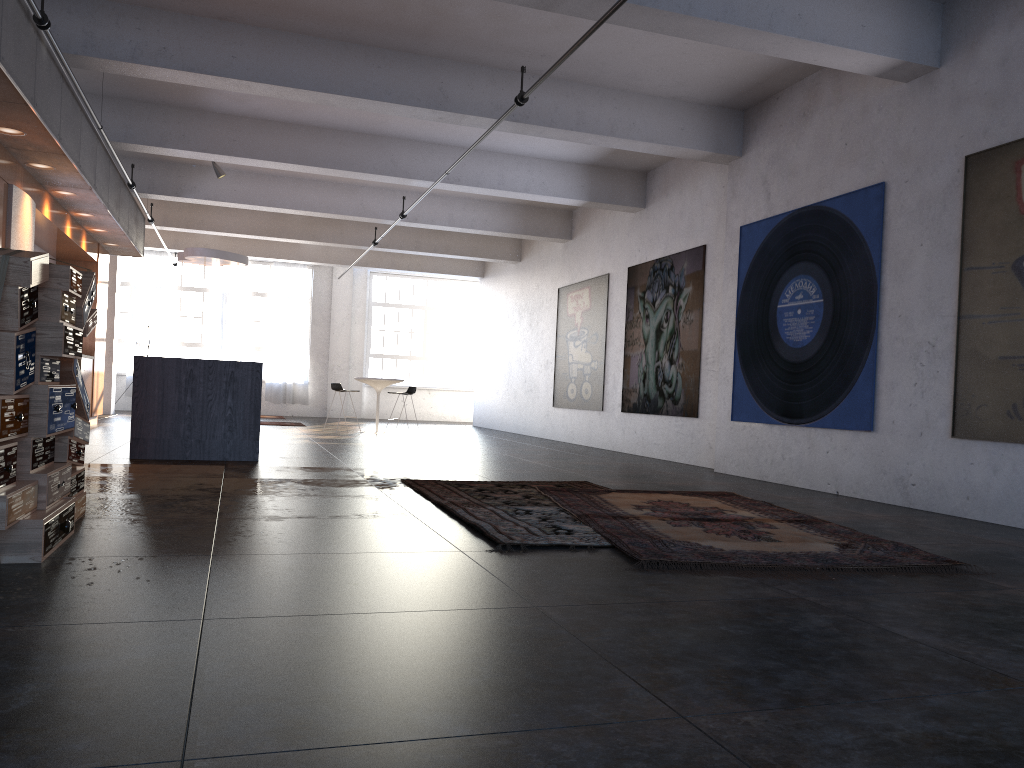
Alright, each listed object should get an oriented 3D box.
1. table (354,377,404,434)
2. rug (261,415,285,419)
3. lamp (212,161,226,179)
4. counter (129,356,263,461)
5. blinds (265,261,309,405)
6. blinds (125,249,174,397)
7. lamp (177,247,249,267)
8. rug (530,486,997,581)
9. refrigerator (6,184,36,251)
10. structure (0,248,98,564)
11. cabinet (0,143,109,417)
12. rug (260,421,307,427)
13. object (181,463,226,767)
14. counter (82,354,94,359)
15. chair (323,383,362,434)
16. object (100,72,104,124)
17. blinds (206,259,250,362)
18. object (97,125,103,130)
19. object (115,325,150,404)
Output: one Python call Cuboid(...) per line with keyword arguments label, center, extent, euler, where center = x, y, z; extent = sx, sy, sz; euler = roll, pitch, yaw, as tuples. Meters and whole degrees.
Cuboid(label="table", center=(-2.331, 0.380, 15.395), extent=(0.839, 0.951, 0.818), euler=(3, 0, -18))
Cuboid(label="rug", center=(-6.836, 0.708, 20.238), extent=(3.172, 0.009, 1.790), euler=(3, -1, -19))
Cuboid(label="lamp", center=(-4.176, -3.066, 12.598), extent=(0.226, 0.287, 0.129), euler=(3, 0, -35))
Cuboid(label="counter", center=(-3.958, 0.247, 11.545), extent=(1.157, 0.971, 6.568), euler=(3, -1, -17))
Cuboid(label="blinds", center=(-5.461, -1.366, 21.744), extent=(1.044, 3.751, 0.337), euler=(2, 0, -21))
Cuboid(label="blinds", center=(-8.394, -1.497, 20.720), extent=(1.046, 3.675, 0.356), euler=(2, 0, -20))
Cuboid(label="lamp", center=(-4.846, -2.004, 14.043), extent=(1.060, 0.130, 1.026), euler=(2, -1, 28))
Cuboid(label="rug", center=(1.207, 0.855, 5.603), extent=(1.889, 0.048, 3.499), euler=(3, -1, -8))
Cuboid(label="refrigerator", center=(-4.728, -0.701, 8.357), extent=(0.223, 2.191, 0.942), euler=(2, 0, -20))
Cuboid(label="structure", center=(-2.307, 0.045, 4.082), extent=(0.646, 1.315, 1.888), euler=(3, 0, -17))
Cuboid(label="cabinet", center=(-6.392, -0.854, 9.843), extent=(2.410, 2.562, 8.000), euler=(3, -1, -17))
Cuboid(label="rug", center=(-5.457, 0.715, 16.856), extent=(2.923, 0.029, 1.830), euler=(3, -1, -19))
Cuboid(label="object", center=(-4.010, 0.829, 8.378), extent=(20.005, 0.001, 26.845), euler=(3, -1, -18))
Cuboid(label="counter", center=(-6.266, -0.420, 10.676), extent=(1.628, 0.039, 4.402), euler=(3, -1, -18))
Cuboid(label="chair", center=(-2.837, 0.439, 14.883), extent=(0.516, 0.895, 0.454), euler=(3, 0, -41))
Cuboid(label="object", center=(-5.896, -0.503, 10.824), extent=(0.050, 0.053, 0.064), euler=(3, 0, 20))
Cuboid(label="blinds", center=(-6.767, -1.426, 21.281), extent=(1.051, 3.698, 0.334), euler=(2, 0, -22))
Cuboid(label="object", center=(-5.943, -0.501, 10.854), extent=(0.052, 0.053, 0.061), euler=(3, 0, -11))
Cuboid(label="object", center=(-7.910, -0.308, 18.817), extent=(1.196, 1.919, 1.041), euler=(3, 0, -18))
